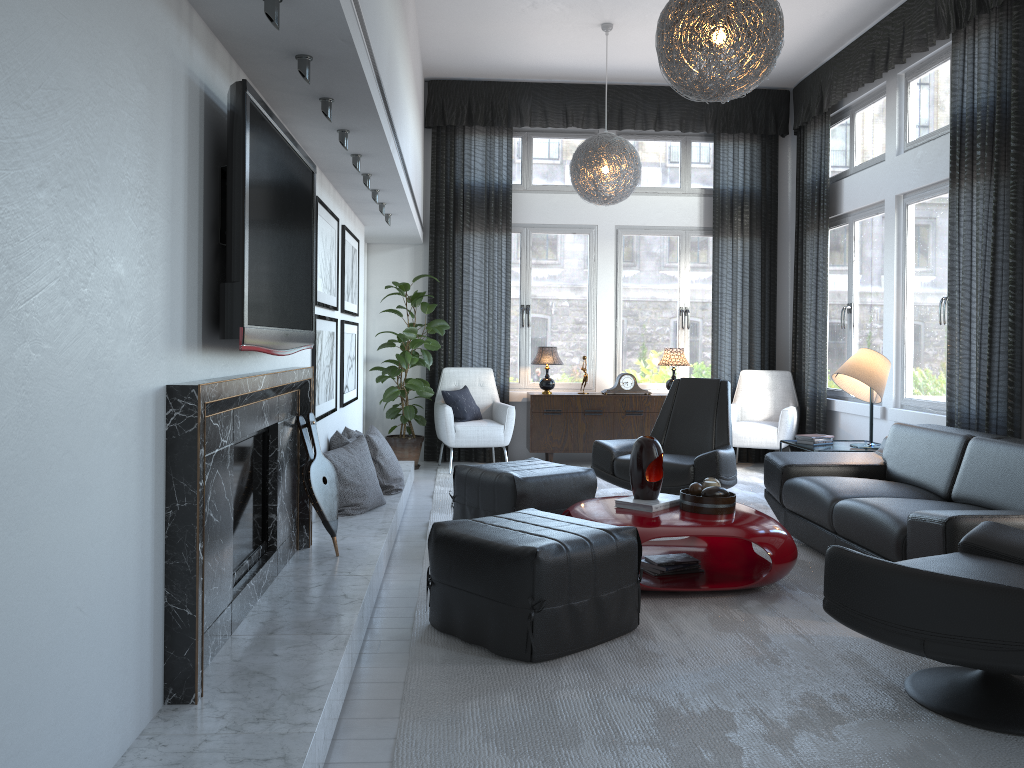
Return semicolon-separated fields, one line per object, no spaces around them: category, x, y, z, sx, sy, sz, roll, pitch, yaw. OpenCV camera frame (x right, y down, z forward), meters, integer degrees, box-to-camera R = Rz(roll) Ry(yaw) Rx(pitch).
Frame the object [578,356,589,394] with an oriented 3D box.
object;0.606;-0.079;7.512;0.096;0.324;0.096;1;0;-4

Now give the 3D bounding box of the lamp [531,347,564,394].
lamp;0.297;-0.116;7.465;0.280;0.397;0.281;1;1;22

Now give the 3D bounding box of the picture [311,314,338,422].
picture;-0.973;-0.091;4.625;0.020;0.522;0.792;1;2;-4

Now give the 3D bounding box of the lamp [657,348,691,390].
lamp;1.376;-0.108;7.532;0.280;0.397;0.281;1;1;22

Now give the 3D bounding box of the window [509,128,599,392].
window;0.123;-1.092;7.805;1.268;2.322;0.133;1;0;-4

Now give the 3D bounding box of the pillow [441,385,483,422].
pillow;-0.405;0.164;7.260;0.253;0.295;0.357;1;2;23

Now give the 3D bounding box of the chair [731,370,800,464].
chair;2.068;0.302;7.404;0.594;0.823;0.613;1;1;26

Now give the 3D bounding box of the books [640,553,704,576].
books;0.716;0.811;3.999;0.272;0.054;0.204;-1;3;-28

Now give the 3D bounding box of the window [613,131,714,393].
window;1.539;-1.081;7.893;1.268;2.322;0.133;1;0;-4

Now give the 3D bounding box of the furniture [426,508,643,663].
furniture;0.072;0.692;3.194;0.614;0.378;0.599;-1;3;-45

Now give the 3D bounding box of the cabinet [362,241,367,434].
cabinet;-1.320;-0.250;7.112;0.191;1.895;1.173;1;1;-4

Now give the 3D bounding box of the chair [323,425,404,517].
chair;-0.822;0.452;5.070;0.391;0.431;1.337;1;2;-3

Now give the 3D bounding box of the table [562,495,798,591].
table;0.712;0.695;3.981;0.942;0.300;0.940;0;2;-4

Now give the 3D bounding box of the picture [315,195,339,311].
picture;-0.964;-0.656;4.622;0.020;0.522;0.792;1;2;-4

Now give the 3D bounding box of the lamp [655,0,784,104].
lamp;0.845;-1.795;3.588;0.515;1.306;0.513;1;1;-9

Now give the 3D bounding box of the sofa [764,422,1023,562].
sofa;1.926;0.543;4.080;0.936;0.616;1.906;0;2;-4

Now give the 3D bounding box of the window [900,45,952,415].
window;2.741;-0.961;5.508;0.133;2.322;1.269;1;1;-4

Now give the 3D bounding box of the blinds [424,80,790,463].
blinds;0.837;-0.958;7.718;3.212;3.277;0.189;1;0;-4

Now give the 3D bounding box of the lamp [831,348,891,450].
lamp;2.372;0.304;5.056;0.474;1.015;1.168;0;2;-29

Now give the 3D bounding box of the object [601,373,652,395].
object;0.970;-0.004;7.520;0.406;0.180;0.181;0;1;-4

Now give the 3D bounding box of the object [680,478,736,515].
object;0.862;0.489;3.902;0.243;0.133;0.242;2;2;34

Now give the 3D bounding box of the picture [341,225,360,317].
picture;-1.029;-0.703;5.661;0.020;0.522;0.792;1;2;-4

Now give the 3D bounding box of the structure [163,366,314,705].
structure;-1.062;0.423;2.945;0.520;0.923;1.688;1;2;-4

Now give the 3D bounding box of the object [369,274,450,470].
object;-0.830;-0.099;7.150;0.936;1.589;0.639;1;1;42

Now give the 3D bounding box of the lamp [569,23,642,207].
lamp;0.672;-1.920;6.328;0.512;1.306;0.515;1;1;-9

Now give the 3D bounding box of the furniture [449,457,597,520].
furniture;0.058;0.622;4.751;0.599;0.378;0.614;-1;2;-40

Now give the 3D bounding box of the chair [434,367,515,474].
chair;-0.320;0.283;7.270;0.594;0.823;0.613;0;1;-14

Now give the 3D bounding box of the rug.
rug;1.099;0.864;3.589;2.954;0.032;7.776;0;3;-4

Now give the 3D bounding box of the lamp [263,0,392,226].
lamp;-0.704;-1.004;3.852;0.053;0.081;4.257;1;3;-4

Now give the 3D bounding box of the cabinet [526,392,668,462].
cabinet;0.835;0.390;7.547;1.399;0.612;0.386;0;1;-4

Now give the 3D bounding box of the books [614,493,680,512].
books;0.632;0.530;3.990;0.201;0.030;0.306;3;3;41

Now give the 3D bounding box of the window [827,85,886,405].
window;2.653;-1.026;6.924;0.133;2.322;1.269;1;1;-4

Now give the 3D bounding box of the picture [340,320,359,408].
picture;-1.035;-0.138;5.663;0.020;0.522;0.792;1;2;-4

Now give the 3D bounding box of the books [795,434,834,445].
books;1.941;0.356;5.693;0.215;0.050;0.161;-1;3;-31

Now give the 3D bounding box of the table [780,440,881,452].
table;2.069;0.587;5.558;0.593;0.410;0.593;0;2;-4

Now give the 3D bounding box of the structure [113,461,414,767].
structure;-0.697;0.798;2.961;0.393;0.135;7.214;0;3;-4

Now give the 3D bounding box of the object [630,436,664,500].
object;0.605;0.375;3.988;0.151;0.280;0.153;1;1;36

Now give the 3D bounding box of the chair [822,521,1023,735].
chair;1.450;0.513;2.468;0.840;0.810;0.805;0;2;-31

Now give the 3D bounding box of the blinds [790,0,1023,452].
blinds;2.553;-0.873;6.217;0.189;3.276;3.214;1;1;-4

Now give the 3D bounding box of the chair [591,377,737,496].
chair;1.025;0.376;5.433;0.841;0.810;0.805;2;2;34

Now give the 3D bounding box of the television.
television;-0.811;-0.470;2.950;0.129;0.752;1.160;1;2;-3

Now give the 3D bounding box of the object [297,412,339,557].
object;-0.788;0.410;3.650;0.175;0.580;0.196;0;1;-23
